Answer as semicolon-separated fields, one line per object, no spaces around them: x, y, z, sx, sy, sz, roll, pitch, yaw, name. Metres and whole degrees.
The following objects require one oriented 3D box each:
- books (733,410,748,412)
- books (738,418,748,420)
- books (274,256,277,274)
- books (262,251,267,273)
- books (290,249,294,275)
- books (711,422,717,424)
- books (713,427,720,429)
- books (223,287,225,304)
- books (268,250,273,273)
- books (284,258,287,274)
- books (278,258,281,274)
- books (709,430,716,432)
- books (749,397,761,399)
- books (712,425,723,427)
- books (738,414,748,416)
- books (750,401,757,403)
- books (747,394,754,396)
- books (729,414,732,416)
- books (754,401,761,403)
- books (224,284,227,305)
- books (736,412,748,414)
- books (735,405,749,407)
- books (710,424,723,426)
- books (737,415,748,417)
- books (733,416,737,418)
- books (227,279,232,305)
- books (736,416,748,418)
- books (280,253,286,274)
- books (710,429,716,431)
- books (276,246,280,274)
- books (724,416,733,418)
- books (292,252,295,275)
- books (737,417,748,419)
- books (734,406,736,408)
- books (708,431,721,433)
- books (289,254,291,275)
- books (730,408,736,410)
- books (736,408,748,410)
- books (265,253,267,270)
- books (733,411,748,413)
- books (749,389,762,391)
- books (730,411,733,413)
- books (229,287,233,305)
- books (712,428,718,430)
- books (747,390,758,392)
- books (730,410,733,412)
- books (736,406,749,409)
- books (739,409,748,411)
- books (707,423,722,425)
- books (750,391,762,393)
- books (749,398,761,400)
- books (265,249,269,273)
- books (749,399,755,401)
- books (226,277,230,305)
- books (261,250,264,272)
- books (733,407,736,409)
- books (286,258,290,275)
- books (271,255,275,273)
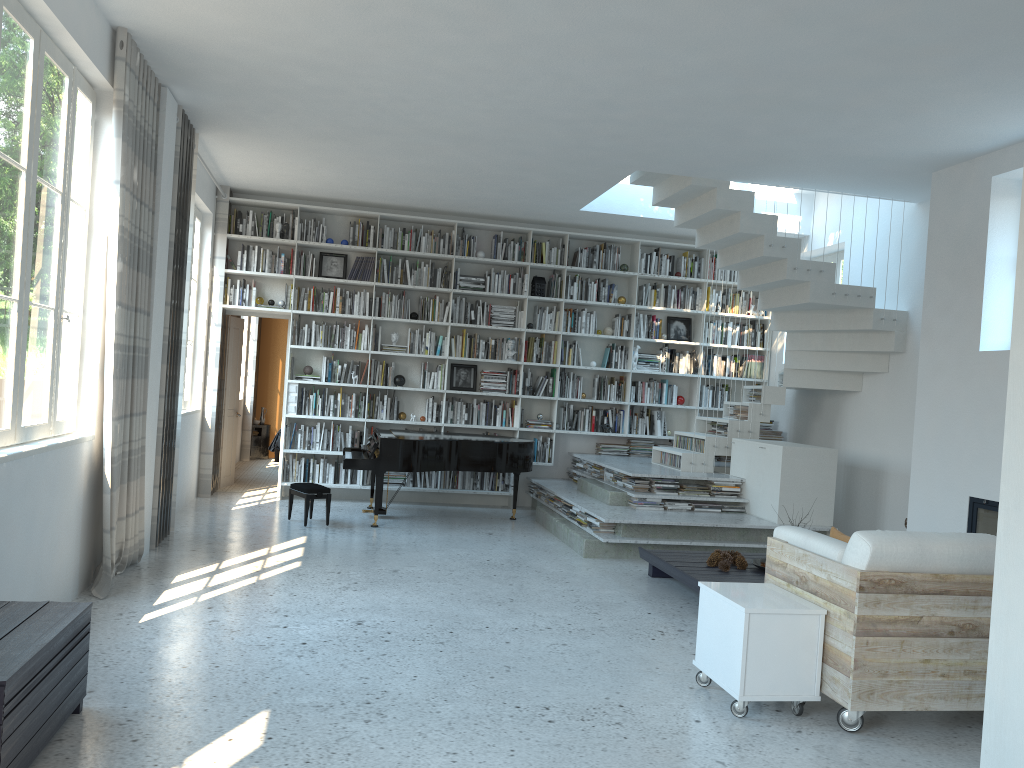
2.380;0.276;8.910;0.295;0.007;0.146;4;0;24;books
2.383;0.356;8.931;0.206;0.012;0.183;4;0;17;books
-2.531;-1.260;9.514;0.029;0.197;0.144;4;0;-11;books
-2.642;-1.291;9.467;0.021;0.244;0.173;4;0;-11;books
-2.366;-1.297;9.530;0.014;0.294;0.172;4;0;-11;books
2.231;0.421;9.435;0.161;0.012;0.195;4;0;-14;books
2.240;0.470;9.438;0.132;0.010;0.198;4;0;-7;books
-3.041;-0.942;9.399;0.013;0.228;0.179;4;0;-11;books
-2.581;-1.290;9.477;0.030;0.251;0.165;4;0;-11;books
-2.431;-1.252;9.531;0.029;0.196;0.146;4;0;-11;books
-2.489;-1.249;9.513;0.031;0.182;0.151;4;0;-11;books
2.219;0.505;9.435;0.158;0.009;0.216;4;0;-18;books
2.574;0.146;9.164;0.191;0.014;0.243;4;0;2;books
2.234;0.453;9.436;0.140;0.022;0.181;4;0;-18;books
2.378;0.312;8.910;0.214;0.014;0.138;4;0;17;books
2.638;0.193;9.458;0.146;0.014;0.211;4;0;4;books
2.622;0.122;9.458;0.171;0.011;0.231;4;0;0;books
2.440;0.342;9.455;0.136;0.017;0.288;4;0;-13;books
2.600;0.189;9.164;0.136;0.013;0.258;4;0;1;books
-3.029;-0.938;9.403;0.013;0.222;0.162;4;0;-11;books
2.385;0.293;8.925;0.231;0.011;0.171;4;0;26;books
2.411;0.230;9.178;0.155;0.009;0.155;4;0;-11;books
2.228;0.438;9.435;0.159;0.009;0.208;4;0;-15;books
2.382;0.325;8.923;0.221;0.011;0.180;4;0;21;books
2.400;0.350;9.202;0.184;0.016;0.128;4;0;-3;books
-2.996;-0.966;9.408;0.023;0.281;0.170;4;0;-11;books
2.387;0.335;8.936;0.254;0.007;0.189;4;0;17;books
-2.453;-1.270;9.497;0.029;0.229;0.191;4;0;-11;books
2.217;0.495;9.434;0.159;0.012;0.225;4;0;-3;books
-2.503;-1.311;9.493;0.012;0.303;0.189;4;0;-11;books
2.415;0.358;9.451;0.190;0.018;0.287;4;0;-12;books
-2.345;-1.283;9.550;0.037;0.268;0.113;4;0;-11;books
2.382;0.344;8.926;0.215;0.013;0.189;4;0;22;books
2.411;0.243;9.173;0.166;0.017;0.190;4;0;-8;books
2.211;0.512;9.433;0.189;0.007;0.195;4;0;-14;books
-2.384;-1.269;9.540;0.014;0.236;0.143;4;0;-11;books
2.439;0.274;9.454;0.149;0.017;0.239;4;0;-13;books
2.383;0.255;8.912;0.254;0.005;0.161;4;0;22;books
-2.632;-1.283;9.499;0.011;0.231;0.135;4;0;-11;books
2.380;0.284;8.910;0.295;0.007;0.146;4;0;20;books
2.633;0.064;9.457;0.165;0.014;0.235;4;0;6;books
2.441;0.307;9.455;0.145;0.012;0.297;4;0;-12;books
-2.975;-0.922;9.422;0.029;0.197;0.160;4;0;-11;books
2.232;0.482;9.437;0.145;0.015;0.166;4;0;-16;books
2.622;0.078;9.458;0.190;0.015;0.230;4;0;3;books
2.443;0.292;9.455;0.143;0.019;0.230;4;0;-12;books
2.387;0.240;8.919;0.233;0.025;0.157;4;0;27;books
2.388;0.265;8.926;0.184;0.016;0.179;4;0;18;books
2.211;0.429;9.431;0.198;0.006;0.188;4;0;-15;books
2.582;0.084;9.163;0.191;0.013;0.243;4;0;0;books
2.574;0.160;9.164;0.182;0.013;0.287;4;0;3;books
-2.608;-1.297;9.472;0.025;0.261;0.167;4;0;-11;books
2.631;0.178;9.458;0.149;0.014;0.228;4;0;1;books
-3.017;-0.978;9.427;0.013;0.303;0.135;4;0;-11;books
-2.658;-1.294;9.464;0.012;0.249;0.192;4;0;-11;books
2.411;0.257;9.172;0.218;0.012;0.156;4;0;5;books
-2.402;-1.246;9.522;0.026;0.188;0.154;4;0;-11;books
-2.557;-1.269;9.501;0.028;0.212;0.138;4;0;-11;books
